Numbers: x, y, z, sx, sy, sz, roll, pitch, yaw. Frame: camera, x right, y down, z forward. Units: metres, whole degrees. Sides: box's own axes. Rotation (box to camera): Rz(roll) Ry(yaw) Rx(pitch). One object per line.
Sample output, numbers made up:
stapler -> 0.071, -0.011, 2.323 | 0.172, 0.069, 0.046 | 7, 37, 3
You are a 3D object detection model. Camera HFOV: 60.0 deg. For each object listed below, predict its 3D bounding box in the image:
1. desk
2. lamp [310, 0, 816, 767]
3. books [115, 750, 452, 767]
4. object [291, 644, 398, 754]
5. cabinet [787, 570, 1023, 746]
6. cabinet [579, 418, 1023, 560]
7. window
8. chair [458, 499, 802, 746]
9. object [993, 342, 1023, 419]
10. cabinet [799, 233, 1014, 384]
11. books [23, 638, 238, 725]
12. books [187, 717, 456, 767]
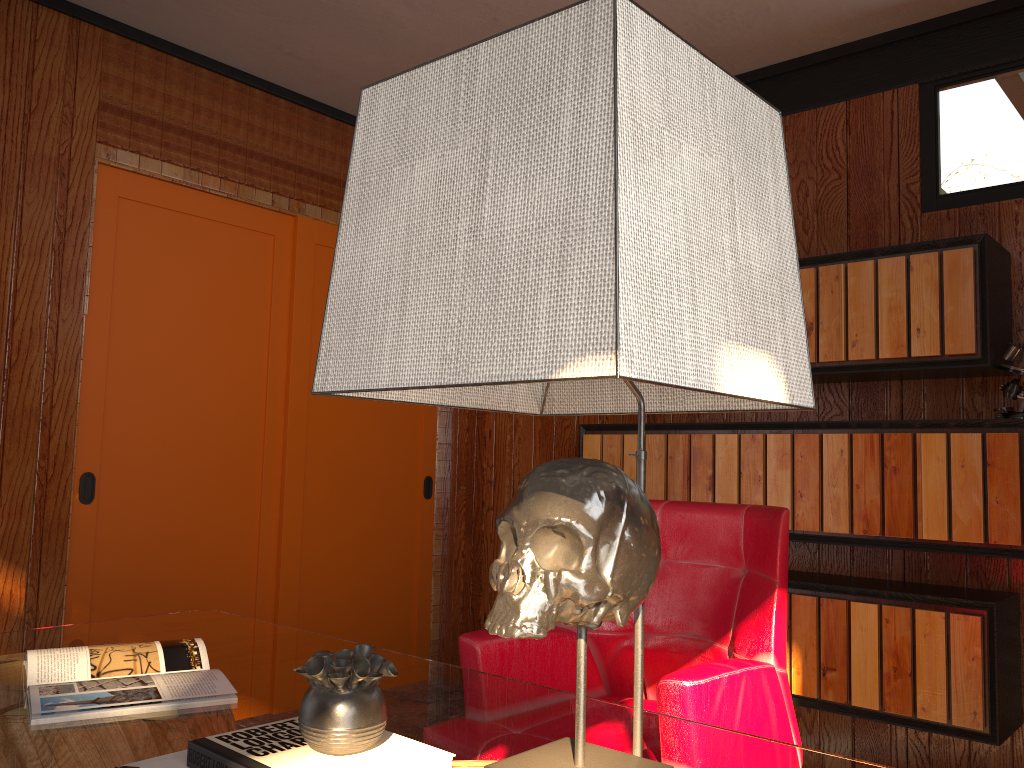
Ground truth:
desk -> -0.471, 0.826, 1.290 | 1.900, 0.632, 1.150 | -3, -7, 41
lamp -> 0.047, 0.107, 0.769 | 0.316, 0.732, 0.316 | -3, -7, 41
books -> -0.238, 0.470, 1.014 | 0.366, 0.040, 0.286 | -3, -7, 41
object -> -0.204, 0.367, 1.039 | 0.121, 0.114, 0.118 | -2, -6, 35
cabinet -> 0.813, 0.851, 3.106 | 1.653, 0.390, 0.321 | -3, -7, 41
cabinet -> 0.977, 0.331, 3.023 | 1.653, 0.390, 0.321 | -3, -7, 41
window -> -0.949, 0.299, 3.691 | 0.070, 2.164, 1.837 | -3, -7, 41
chair -> 0.301, 0.754, 2.017 | 0.621, 0.956, 0.839 | -3, -7, 41
object -> 1.490, -0.071, 2.572 | 0.142, 0.354, 0.181 | 3, -5, -13
cabinet -> 0.840, -0.200, 3.202 | 1.653, 0.390, 0.321 | -3, -7, 41
books -> -0.687, 0.505, 1.569 | 0.300, 0.049, 0.422 | 5, -6, -30
books -> -0.223, 0.437, 1.028 | 0.249, 0.029, 0.198 | -3, -7, 43
